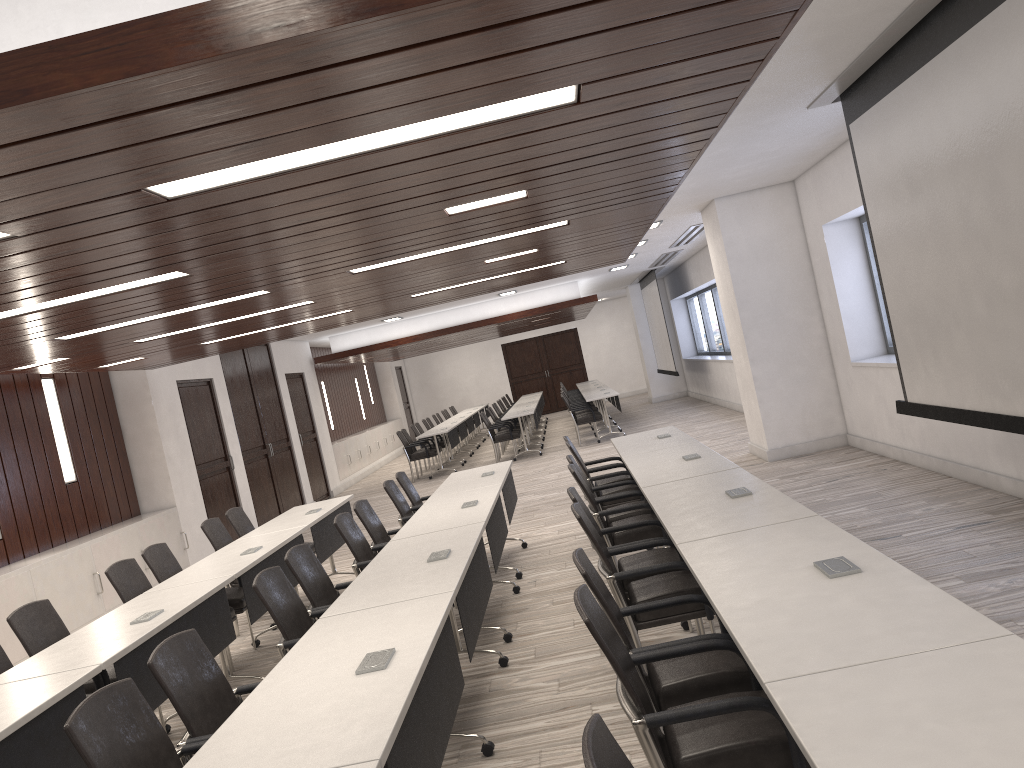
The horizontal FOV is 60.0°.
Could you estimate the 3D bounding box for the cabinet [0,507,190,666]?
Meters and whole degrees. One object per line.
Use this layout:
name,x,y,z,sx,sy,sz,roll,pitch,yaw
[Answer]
cabinet,-4.086,1.884,6.287,0.476,0.698,7.540,-12,1,3

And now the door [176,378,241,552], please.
door,-3.857,1.087,11.339,0.200,2.323,1.163,-12,1,3

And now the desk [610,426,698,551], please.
desk,1.226,0.840,7.361,0.577,0.795,1.509,-12,1,3

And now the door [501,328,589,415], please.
door,1.058,-0.302,26.577,2.329,2.323,0.200,-12,1,3

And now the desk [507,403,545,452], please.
desk,0.294,0.846,17.531,0.577,0.795,1.509,-12,1,3

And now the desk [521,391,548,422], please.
desk,0.612,0.656,23.604,0.577,0.795,1.509,-12,1,3

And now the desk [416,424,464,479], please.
desk,-1.266,1.220,16.099,0.577,0.795,1.509,-12,1,3

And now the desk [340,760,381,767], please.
desk,-0.551,1.352,1.374,0.577,0.795,1.509,-12,1,3

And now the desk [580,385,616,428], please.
desk,1.833,0.477,18.955,0.577,0.795,1.509,-12,1,3

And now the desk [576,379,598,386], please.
desk,2.071,0.334,23.517,0.577,0.795,1.509,-12,1,3

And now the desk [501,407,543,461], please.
desk,0.215,0.894,16.011,0.577,0.795,1.509,-12,1,3

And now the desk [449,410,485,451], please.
desk,-1.028,1.078,20.649,0.577,0.795,1.509,-12,1,3

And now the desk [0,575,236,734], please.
desk,-1.874,1.584,4.493,0.577,0.795,1.509,-12,1,3

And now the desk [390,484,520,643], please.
desk,-0.313,1.209,5.928,0.577,0.795,1.509,-12,1,3

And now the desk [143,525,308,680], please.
desk,-1.794,1.536,6.015,0.577,0.795,1.509,-12,1,3

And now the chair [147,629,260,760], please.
chair,-0.838,1.307,3.165,0.638,0.939,0.513,-12,1,3

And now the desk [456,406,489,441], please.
desk,-0.949,1.030,22.172,0.577,0.795,1.509,-12,1,3

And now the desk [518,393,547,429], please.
desk,0.532,0.704,22.084,0.577,0.795,1.509,-12,1,3

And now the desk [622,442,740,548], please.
desk,1.146,0.888,5.841,0.577,0.795,1.509,-12,1,3

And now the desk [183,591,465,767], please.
desk,-0.472,1.305,2.885,0.577,0.795,1.509,-12,1,3

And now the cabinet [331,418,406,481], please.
cabinet,-3.332,1.433,20.694,0.476,0.698,7.540,-12,1,3

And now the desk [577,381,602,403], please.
desk,1.992,0.382,21.997,0.577,0.795,1.509,-12,1,3

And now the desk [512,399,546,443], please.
desk,0.373,0.799,19.041,0.577,0.795,1.509,-12,1,3

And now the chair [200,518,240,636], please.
chair,-2.109,1.507,7.290,0.638,0.939,0.513,-12,1,3

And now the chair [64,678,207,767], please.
chair,-0.857,1.321,2.646,0.638,0.939,0.513,-12,1,3

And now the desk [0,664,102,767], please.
desk,-1.953,1.631,2.973,0.577,0.795,1.509,-12,1,3

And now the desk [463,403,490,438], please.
desk,-0.869,0.983,23.692,0.577,0.795,1.509,-12,1,3

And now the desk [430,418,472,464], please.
desk,-1.187,1.173,17.618,0.577,0.795,1.509,-12,1,3

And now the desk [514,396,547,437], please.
desk,0.453,0.751,20.561,0.577,0.795,1.509,-12,1,3

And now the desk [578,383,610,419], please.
desk,1.912,0.430,20.475,0.577,0.795,1.509,-12,1,3

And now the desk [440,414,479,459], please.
desk,-1.108,1.126,19.129,0.577,0.795,1.509,-12,1,3

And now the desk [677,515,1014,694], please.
desk,0.987,0.983,2.798,0.577,0.795,1.509,-12,1,3

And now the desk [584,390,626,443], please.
desk,1.674,0.572,15.924,0.577,0.795,1.509,-12,1,3

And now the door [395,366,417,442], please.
door,-3.107,0.639,25.665,0.200,2.323,1.163,-12,1,3

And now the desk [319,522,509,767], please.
desk,-0.393,1.257,4.405,0.577,0.795,1.509,-12,1,3

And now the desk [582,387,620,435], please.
desk,1.754,0.524,17.444,0.577,0.795,1.509,-12,1,3

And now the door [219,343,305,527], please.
door,-3.806,0.744,13.467,0.200,2.889,2.327,-12,1,3

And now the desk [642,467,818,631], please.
desk,1.067,0.935,4.318,0.577,0.795,1.509,-12,1,3

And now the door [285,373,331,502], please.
door,-3.634,0.954,15.602,0.200,2.323,1.163,-12,1,3

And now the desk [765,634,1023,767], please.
desk,0.908,1.030,1.288,0.577,0.795,1.509,-12,1,3

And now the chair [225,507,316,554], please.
chair,-2.082,1.491,7.819,0.638,0.939,0.513,-12,1,3

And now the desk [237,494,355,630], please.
desk,-1.715,1.488,7.535,0.577,0.795,1.509,-12,1,3

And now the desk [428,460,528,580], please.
desk,-0.234,1.162,7.447,0.577,0.795,1.509,-12,1,3
